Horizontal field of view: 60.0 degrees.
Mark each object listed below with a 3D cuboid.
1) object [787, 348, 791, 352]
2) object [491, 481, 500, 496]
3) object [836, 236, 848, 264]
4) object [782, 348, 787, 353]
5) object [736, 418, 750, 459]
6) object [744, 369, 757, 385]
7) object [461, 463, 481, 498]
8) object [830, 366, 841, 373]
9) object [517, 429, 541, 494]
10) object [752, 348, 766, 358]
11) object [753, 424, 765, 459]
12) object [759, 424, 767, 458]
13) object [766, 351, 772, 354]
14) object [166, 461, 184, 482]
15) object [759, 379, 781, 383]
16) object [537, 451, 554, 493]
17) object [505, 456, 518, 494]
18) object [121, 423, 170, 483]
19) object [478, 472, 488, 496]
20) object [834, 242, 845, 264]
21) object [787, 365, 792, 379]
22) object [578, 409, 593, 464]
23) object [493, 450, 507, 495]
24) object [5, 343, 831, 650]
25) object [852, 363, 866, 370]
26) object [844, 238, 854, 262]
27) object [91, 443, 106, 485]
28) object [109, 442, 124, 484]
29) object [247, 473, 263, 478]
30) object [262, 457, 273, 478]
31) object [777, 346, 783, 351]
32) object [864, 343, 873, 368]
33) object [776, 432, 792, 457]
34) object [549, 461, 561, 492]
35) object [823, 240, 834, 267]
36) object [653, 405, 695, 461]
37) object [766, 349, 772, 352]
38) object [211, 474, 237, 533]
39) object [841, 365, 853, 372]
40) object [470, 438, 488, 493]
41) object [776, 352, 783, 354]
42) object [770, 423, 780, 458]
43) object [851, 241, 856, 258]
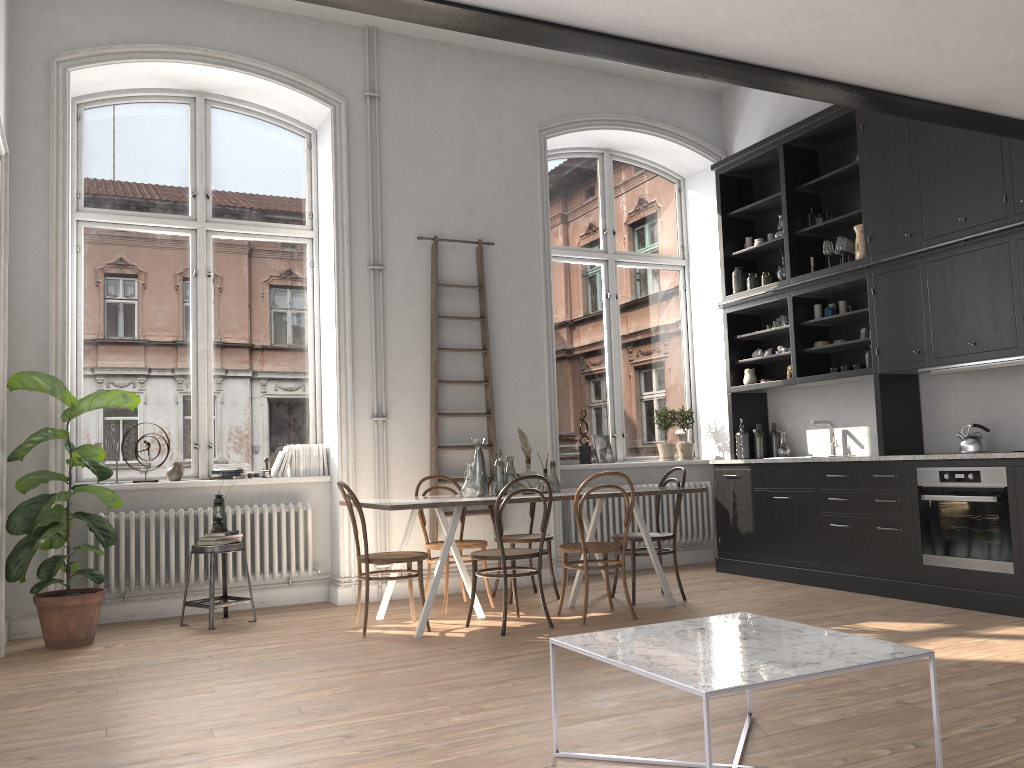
[{"bbox_3d":[2.313,-0.274,7.346,0.049,0.040,0.056,-6,-6,37],"label":"object"},{"bbox_3d":[-0.108,0.685,5.801,0.058,0.094,0.058,-2,-5,2],"label":"object"},{"bbox_3d":[2.491,-0.999,6.688,0.083,0.221,0.083,-4,-5,21],"label":"object"},{"bbox_3d":[2.259,-0.272,7.361,0.049,0.054,0.039,-2,-5,0],"label":"object"},{"bbox_3d":[1.985,0.470,7.637,0.109,0.349,0.109,2,-6,-45],"label":"object"},{"bbox_3d":[2.065,-0.056,7.677,0.116,0.144,0.127,-6,-6,43],"label":"object"},{"bbox_3d":[-0.266,0.618,5.695,0.132,0.219,0.132,1,-6,-36],"label":"object"},{"bbox_3d":[2.479,-0.106,6.779,0.088,0.059,0.104,2,-6,-37],"label":"object"},{"bbox_3d":[0.108,0.512,5.930,0.157,0.445,0.157,-1,-5,-8],"label":"object"},{"bbox_3d":[2.150,-0.260,7.721,0.140,0.100,0.125,3,-7,-44],"label":"object"},{"bbox_3d":[2.120,0.491,7.629,0.086,0.301,0.086,2,-6,-40],"label":"object"},{"bbox_3d":[2.173,0.498,7.741,0.086,0.301,0.086,-1,-5,-11],"label":"object"},{"bbox_3d":[2.192,-0.260,7.566,0.056,0.033,0.058,-6,-6,39],"label":"object"},{"bbox_3d":[-2.420,0.628,6.370,0.102,0.142,0.100,-6,-6,39],"label":"object"},{"bbox_3d":[2.198,-0.015,7.562,0.180,0.037,0.180,2,-7,-41],"label":"object"},{"bbox_3d":[0.229,0.601,6.067,0.107,0.283,0.107,1,-5,-31],"label":"object"},{"bbox_3d":[-0.011,0.622,6.042,0.100,0.255,0.098,-6,-6,41],"label":"object"},{"bbox_3d":[-2.600,0.487,6.300,0.347,0.424,0.087,-3,-5,7],"label":"object"},{"bbox_3d":[-0.205,0.662,5.862,0.083,0.158,0.083,1,-5,-30],"label":"object"},{"bbox_3d":[2.532,-0.988,6.834,0.083,0.221,0.083,1,-5,-34],"label":"object"},{"bbox_3d":[2.272,-0.093,7.210,0.069,0.123,0.173,-3,-5,6],"label":"object"},{"bbox_3d":[0.640,0.469,7.889,0.122,0.488,0.102,-2,-5,-1],"label":"object"},{"bbox_3d":[-0.082,0.591,5.929,0.086,0.301,0.086,2,-6,-40],"label":"object"},{"bbox_3d":[-0.288,0.636,6.254,5.827,1.841,0.792,0,-5,-21],"label":"object"},{"bbox_3d":[2.583,-0.126,6.594,0.104,0.059,0.088,-1,-5,-17],"label":"object"},{"bbox_3d":[2.568,-0.995,6.760,0.083,0.221,0.083,0,-5,-27],"label":"object"},{"bbox_3d":[-2.890,0.557,6.195,0.095,0.288,0.095,-2,-5,6],"label":"object"},{"bbox_3d":[-2.760,0.552,6.194,0.095,0.288,0.095,-2,-5,-3],"label":"object"},{"bbox_3d":[-1.928,0.680,6.625,0.088,0.048,0.153,-3,-5,14],"label":"object"},{"bbox_3d":[-1.828,0.624,6.616,0.088,0.153,0.048,-5,-6,34],"label":"object"},{"bbox_3d":[2.249,-0.290,7.431,0.039,0.055,0.049,-2,-5,-5],"label":"object"},{"bbox_3d":[2.657,-0.203,6.495,0.124,0.191,0.129,-2,-5,2],"label":"object"},{"bbox_3d":[2.313,0.516,7.548,0.132,0.219,0.120,0,-5,-26],"label":"object"},{"bbox_3d":[0.288,0.644,6.176,0.101,0.211,0.101,-3,-5,13],"label":"object"},{"bbox_3d":[2.432,-0.987,6.804,0.083,0.221,0.083,-2,-5,6],"label":"object"},{"bbox_3d":[1.525,0.458,8.321,0.500,0.523,0.234,1,-6,-36],"label":"object"},{"bbox_3d":[2.192,-0.279,7.567,0.055,0.047,0.058,-1,-5,-11],"label":"object"},{"bbox_3d":[-1.962,0.808,6.014,0.154,0.383,0.163,-6,-6,38],"label":"object"},{"bbox_3d":[2.521,-0.116,6.675,0.104,0.059,0.088,-7,-7,43],"label":"object"},{"bbox_3d":[-0.221,0.560,5.990,0.116,0.382,0.116,-1,-5,-15],"label":"object"},{"bbox_3d":[2.252,-0.253,7.422,0.085,0.015,0.085,2,-6,-39],"label":"object"},{"bbox_3d":[2.276,0.489,7.674,0.086,0.301,0.086,-4,-5,20],"label":"object"},{"bbox_3d":[2.658,-0.990,6.862,0.083,0.221,0.083,-2,-5,6],"label":"object"}]
